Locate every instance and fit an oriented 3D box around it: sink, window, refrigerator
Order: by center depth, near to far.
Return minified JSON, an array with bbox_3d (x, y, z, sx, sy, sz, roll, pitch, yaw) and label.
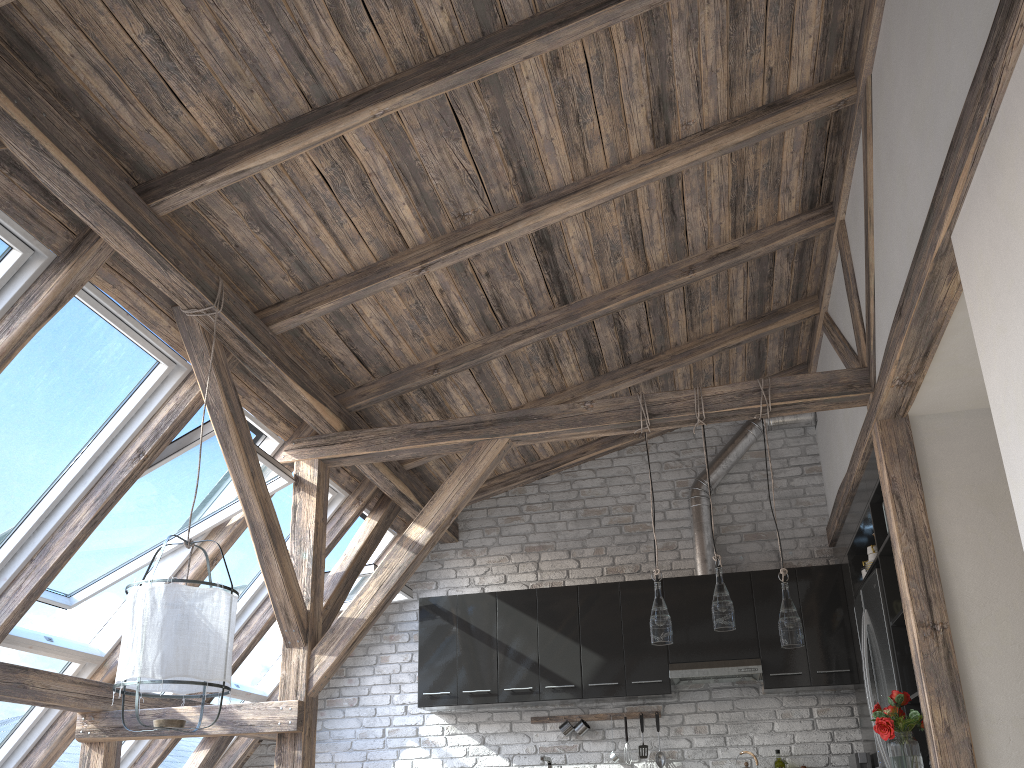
[{"bbox_3d":[-2.341,-0.108,2.876,1.099,1.221,0.891,-7,-23,12],"label":"window"},{"bbox_3d":[-2.127,0.300,3.718,1.099,1.221,0.891,-7,-23,12],"label":"window"},{"bbox_3d":[-2.855,1.899,4.364,1.099,1.221,0.891,-7,-23,12],"label":"window"},{"bbox_3d":[-1.962,0.713,4.571,1.410,1.221,0.891,-7,-23,12],"label":"window"},{"bbox_3d":[2.388,1.992,4.659,0.854,1.838,0.982,-6,-23,12],"label":"refrigerator"},{"bbox_3d":[-2.642,2.306,5.206,1.099,1.221,0.891,-7,-23,12],"label":"window"},{"bbox_3d":[-1.701,1.114,5.404,1.099,1.221,0.891,-7,-23,12],"label":"window"},{"bbox_3d":[0.216,2.752,5.882,0.527,0.493,0.536,-7,-24,12],"label":"sink"},{"bbox_3d":[-2.428,2.713,6.049,1.099,1.221,0.891,-7,-23,12],"label":"window"},{"bbox_3d":[-1.548,1.530,6.259,1.525,1.221,0.891,-7,-23,12],"label":"window"}]

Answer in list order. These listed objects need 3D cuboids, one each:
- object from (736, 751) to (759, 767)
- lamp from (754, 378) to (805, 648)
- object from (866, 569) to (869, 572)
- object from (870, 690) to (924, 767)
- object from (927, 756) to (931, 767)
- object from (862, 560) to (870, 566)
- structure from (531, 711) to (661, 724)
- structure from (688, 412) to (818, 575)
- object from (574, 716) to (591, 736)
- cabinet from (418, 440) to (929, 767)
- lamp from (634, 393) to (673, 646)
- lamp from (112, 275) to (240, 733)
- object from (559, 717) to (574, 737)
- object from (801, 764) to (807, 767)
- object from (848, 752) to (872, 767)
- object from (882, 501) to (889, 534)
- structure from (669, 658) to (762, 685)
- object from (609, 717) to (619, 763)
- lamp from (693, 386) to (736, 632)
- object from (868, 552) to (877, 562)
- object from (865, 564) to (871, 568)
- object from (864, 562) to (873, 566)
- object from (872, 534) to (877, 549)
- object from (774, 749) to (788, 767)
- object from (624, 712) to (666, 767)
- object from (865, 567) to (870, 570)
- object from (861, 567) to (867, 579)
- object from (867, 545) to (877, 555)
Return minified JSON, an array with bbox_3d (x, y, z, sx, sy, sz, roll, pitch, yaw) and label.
[{"bbox_3d":[1.495,2.456,5.597,0.222,0.225,0.232,-3,-24,3],"label":"object"},{"bbox_3d":[1.286,0.606,4.302,0.110,1.284,0.234,-7,-22,13],"label":"lamp"},{"bbox_3d":[2.097,1.068,5.019,0.152,0.022,0.152,-21,-32,35],"label":"object"},{"bbox_3d":[1.735,1.570,3.930,0.318,0.397,0.257,19,-30,-40],"label":"object"},{"bbox_3d":[2.037,1.772,4.119,0.134,0.158,0.140,-3,-23,3],"label":"object"},{"bbox_3d":[2.131,1.072,5.178,0.096,0.064,0.108,-21,-31,36],"label":"object"},{"bbox_3d":[0.581,2.355,6.223,0.935,0.044,0.085,-7,-26,12],"label":"structure"},{"bbox_3d":[1.783,0.793,6.434,0.985,1.229,0.177,-7,-22,12],"label":"structure"},{"bbox_3d":[0.493,2.411,6.200,0.119,0.133,0.096,-14,-26,27],"label":"object"},{"bbox_3d":[0.428,2.038,5.238,4.226,2.401,2.180,-7,-24,12],"label":"cabinet"},{"bbox_3d":[0.699,0.659,4.437,0.109,1.233,0.234,-7,-22,13],"label":"lamp"},{"bbox_3d":[-1.238,0.384,3.447,0.413,1.813,0.412,13,-26,-33],"label":"lamp"},{"bbox_3d":[0.389,2.429,6.230,0.118,0.133,0.097,-8,-23,14],"label":"object"},{"bbox_3d":[1.904,2.593,5.778,0.080,0.175,0.040,-12,-23,24],"label":"object"},{"bbox_3d":[2.209,2.459,5.566,0.088,0.217,0.366,-6,-25,11],"label":"object"},{"bbox_3d":[1.896,0.636,4.325,0.125,0.198,0.130,-8,-23,16],"label":"object"},{"bbox_3d":[1.386,1.960,5.994,0.601,0.099,0.384,-7,-26,12],"label":"structure"},{"bbox_3d":[0.705,2.473,6.135,0.071,0.312,0.069,-6,-22,12],"label":"object"},{"bbox_3d":[0.983,0.603,4.392,0.109,1.184,0.248,-11,-23,22],"label":"lamp"},{"bbox_3d":[2.098,1.005,5.037,0.107,0.064,0.097,-12,-26,21],"label":"object"},{"bbox_3d":[2.096,1.047,5.026,0.151,0.025,0.153,16,-31,-31],"label":"object"},{"bbox_3d":[2.096,1.037,5.030,0.151,0.025,0.153,16,-31,-31],"label":"object"},{"bbox_3d":[2.016,0.904,4.836,0.059,0.160,0.062,-1,-22,-2],"label":"object"},{"bbox_3d":[1.781,2.556,5.802,0.089,0.270,0.085,-5,-22,8],"label":"object"},{"bbox_3d":[0.904,2.451,6.053,0.283,0.365,0.072,-7,-22,13],"label":"object"},{"bbox_3d":[2.096,1.057,5.023,0.151,0.025,0.153,16,-31,-31],"label":"object"},{"bbox_3d":[2.228,1.159,5.374,0.211,0.167,0.192,15,-29,-33],"label":"object"},{"bbox_3d":[2.091,0.964,5.049,0.094,0.064,0.111,-1,-25,-1],"label":"object"}]
